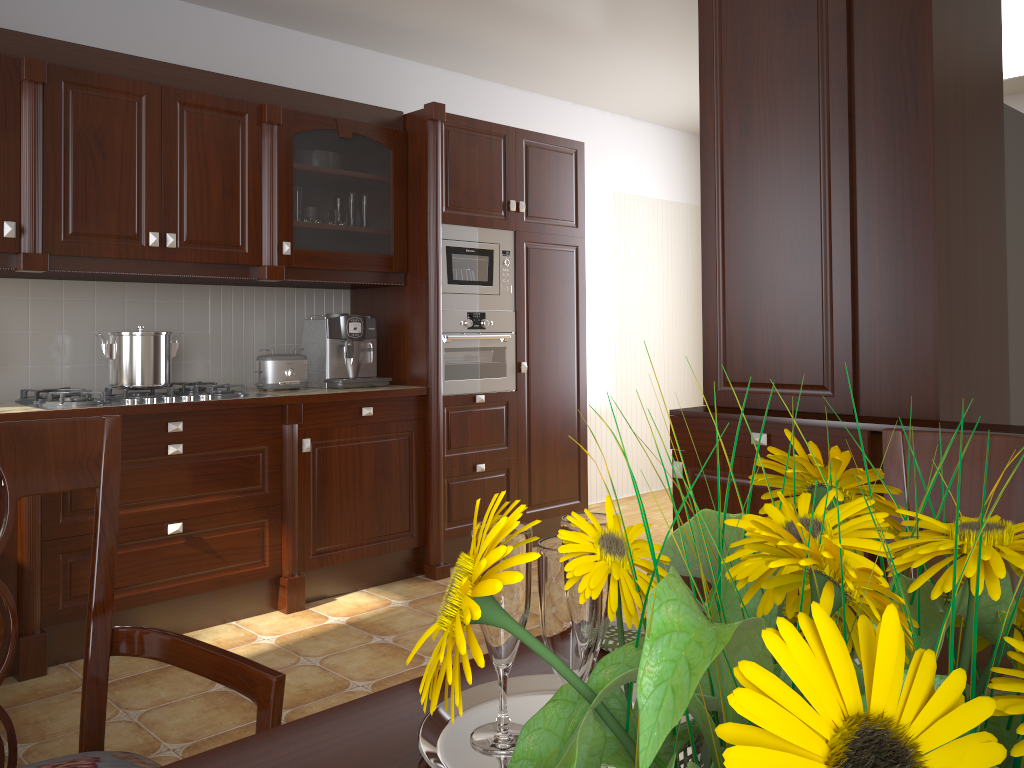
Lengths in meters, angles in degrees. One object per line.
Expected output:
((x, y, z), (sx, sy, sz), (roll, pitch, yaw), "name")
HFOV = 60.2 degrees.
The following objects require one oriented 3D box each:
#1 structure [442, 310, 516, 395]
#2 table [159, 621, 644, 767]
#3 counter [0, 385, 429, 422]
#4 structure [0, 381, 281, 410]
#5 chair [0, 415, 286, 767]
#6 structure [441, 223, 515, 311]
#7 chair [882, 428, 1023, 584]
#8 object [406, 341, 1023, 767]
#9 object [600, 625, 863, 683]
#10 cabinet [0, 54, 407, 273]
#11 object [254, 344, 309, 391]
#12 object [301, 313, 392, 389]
((-0.158, -0.147, 4.035), (0.494, 0.375, 0.041), (-2, 0, -44), "structure")
((-0.226, 0.561, 0.071), (1.679, 0.558, 0.735), (-3, 3, -44), "table")
((-1.140, 0.103, 2.600), (2.785, 0.032, 1.824), (-4, 5, -44), "counter")
((-1.353, 0.034, 3.240), (0.816, 0.046, 0.590), (-4, 5, -44), "structure")
((-0.473, 0.428, 0.867), (0.459, 0.747, 0.404), (-1, 0, 43), "chair")
((-0.271, -0.533, 4.156), (0.495, 0.386, 0.316), (-2, 1, -44), "structure")
((0.363, 0.434, 0.642), (0.459, 0.747, 0.404), (0, 0, -44), "chair")
((0.135, 0.130, 0.331), (0.318, 0.338, 0.299), (0, 1, 38), "object")
((0.233, 0.220, 0.629), (0.166, 0.056, 0.528), (-2, 4, -30), "object")
((-1.008, -0.739, 2.474), (2.783, 0.779, 1.368), (-3, 4, -44), "cabinet")
((-0.950, -0.069, 3.663), (0.243, 0.188, 0.141), (-2, 1, -43), "object")
((-0.726, -0.149, 3.868), (0.275, 0.322, 0.323), (-1, 1, -44), "object")
